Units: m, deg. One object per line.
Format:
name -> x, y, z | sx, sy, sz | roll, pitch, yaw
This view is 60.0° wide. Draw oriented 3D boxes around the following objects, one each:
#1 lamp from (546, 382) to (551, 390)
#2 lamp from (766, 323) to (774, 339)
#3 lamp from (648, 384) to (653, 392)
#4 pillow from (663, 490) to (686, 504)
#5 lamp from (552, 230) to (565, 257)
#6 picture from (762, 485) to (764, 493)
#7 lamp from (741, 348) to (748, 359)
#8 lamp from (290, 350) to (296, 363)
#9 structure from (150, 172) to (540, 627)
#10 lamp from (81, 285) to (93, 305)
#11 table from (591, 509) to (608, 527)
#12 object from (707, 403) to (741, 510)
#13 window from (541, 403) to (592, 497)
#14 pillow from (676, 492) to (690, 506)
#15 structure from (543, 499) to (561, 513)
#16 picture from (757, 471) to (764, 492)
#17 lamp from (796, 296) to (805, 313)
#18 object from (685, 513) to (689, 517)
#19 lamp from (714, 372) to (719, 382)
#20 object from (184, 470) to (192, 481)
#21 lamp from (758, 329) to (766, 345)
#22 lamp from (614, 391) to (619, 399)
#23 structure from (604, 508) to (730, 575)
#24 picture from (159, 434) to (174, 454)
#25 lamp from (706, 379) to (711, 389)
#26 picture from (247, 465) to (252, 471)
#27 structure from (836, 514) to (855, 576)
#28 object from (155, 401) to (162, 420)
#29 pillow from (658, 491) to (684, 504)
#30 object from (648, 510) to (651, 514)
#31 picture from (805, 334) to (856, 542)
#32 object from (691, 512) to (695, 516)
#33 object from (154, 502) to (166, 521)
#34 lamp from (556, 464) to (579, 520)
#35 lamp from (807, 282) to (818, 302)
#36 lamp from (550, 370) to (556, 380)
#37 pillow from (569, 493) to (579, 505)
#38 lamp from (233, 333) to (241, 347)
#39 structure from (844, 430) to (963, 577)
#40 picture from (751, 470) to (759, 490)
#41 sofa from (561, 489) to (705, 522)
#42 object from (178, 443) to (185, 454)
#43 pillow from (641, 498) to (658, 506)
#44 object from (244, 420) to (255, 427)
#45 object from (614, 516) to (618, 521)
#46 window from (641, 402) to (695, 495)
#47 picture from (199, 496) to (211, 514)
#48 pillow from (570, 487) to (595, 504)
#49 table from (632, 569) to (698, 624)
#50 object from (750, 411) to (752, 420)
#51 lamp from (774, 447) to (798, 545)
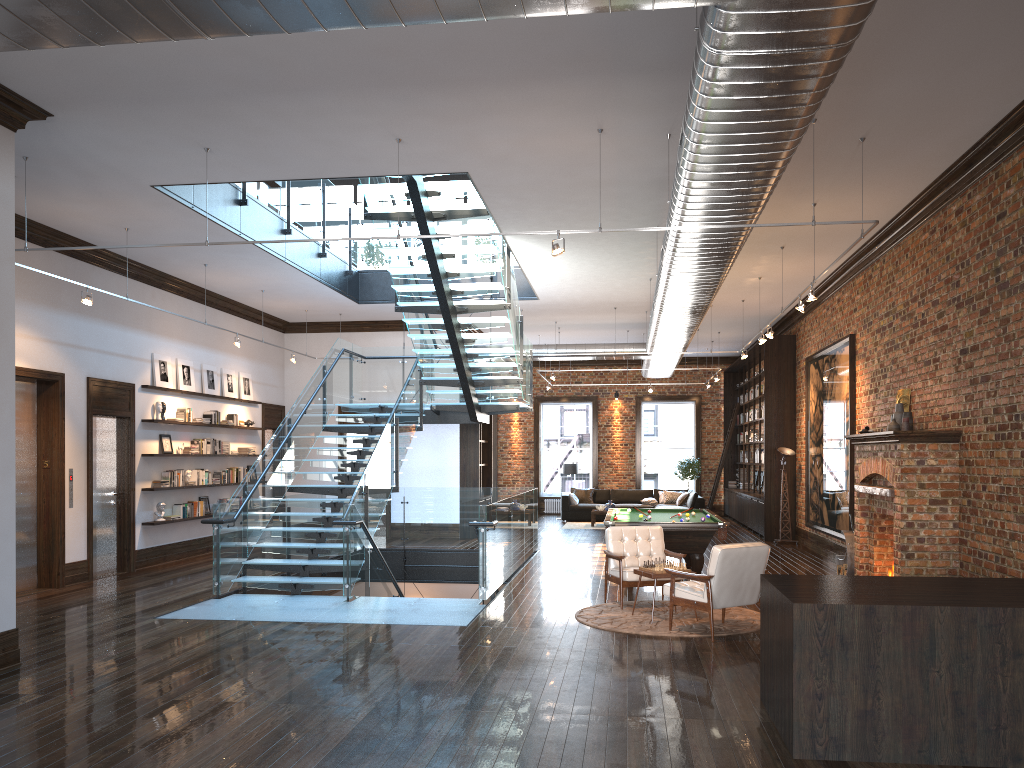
lamp -> 0.934, 0.047, 22.576 | 0.113, 0.230, 0.114 | 1, -1, -42
lamp -> 3.692, -0.763, 12.711 | 0.113, 0.230, 0.114 | -1, -1, 37
lamp -> 3.640, 0.104, 23.294 | 0.113, 0.230, 0.114 | 0, -1, -23
pillow -> 4.153, 2.889, 22.628 | 0.611, 0.361, 0.288 | -1, -2, 11
lamp -> 0.392, -1.187, 7.517 | 0.113, 0.230, 0.114 | 0, -1, -3
picture -> 5.865, 2.273, 20.452 | 0.112, 0.497, 0.508 | 0, -2, 7
lamp -> 4.042, -0.541, 15.419 | 0.113, 0.230, 0.114 | 0, -1, 22
lamp -> -3.950, -0.491, 15.981 | 0.113, 0.230, 0.114 | 1, -1, -37
structure -> -1.593, 0.892, 12.286 | 3.576, 14.483, 7.052 | 0, -1, 7
lamp -> -4.746, -0.989, 9.902 | 0.114, 0.230, 0.113 | 0, -1, -13
table -> 2.417, 3.210, 21.236 | 1.000, 0.345, 1.003 | -1, -4, 7
object -> 5.568, 2.043, 23.480 | 0.897, 3.074, 0.495 | 0, 0, 7
window -> 1.570, 1.898, 25.466 | 1.520, 2.751, 0.155 | 0, 0, 7
pillow -> 4.261, 2.883, 22.143 | 0.314, 0.355, 0.631 | 0, -4, 7
structure -> 1.534, 3.473, 25.194 | 1.301, 0.395, 0.216 | -1, -1, 7
picture -> 5.975, 2.341, 21.288 | 0.112, 0.497, 0.508 | 0, -2, 7
lamp -> 3.395, -0.948, 10.454 | 0.114, 0.230, 0.113 | 0, -1, -18
object -> 2.474, 1.850, 12.507 | 0.057, 0.057, 0.057 | 0, -2, 8
lamp -> 4.640, -0.161, 20.068 | 0.113, 0.230, 0.114 | 0, -1, -17
object -> -5.183, 1.457, 14.181 | 0.147, 0.187, 0.127 | -1, -2, 23
lamp -> 3.777, -0.709, 13.371 | 0.114, 0.230, 0.113 | 0, -1, -13
lamp -> 2.935, 0.308, 24.879 | 0.126, 0.236, 0.155 | 0, -1, 7
structure -> 2.095, 2.239, 12.395 | 1.552, 0.850, 2.964 | 0, -4, 7
picture -> -5.301, 0.924, 13.609 | 0.077, 0.299, 0.301 | 0, -2, 7
lamp -> 4.901, 0.002, 22.058 | 0.114, 0.230, 0.113 | 1, -1, -43
picture -> -4.896, 1.683, 16.712 | 0.077, 0.299, 0.301 | 0, -2, 7
structure -> 4.393, 2.089, 11.063 | 0.538, 0.918, 0.929 | 0, -2, 8
object -> -5.309, 0.406, 13.321 | 0.098, 0.288, 0.098 | 0, 0, -40
pillow -> 4.103, 2.930, 22.815 | 0.703, 0.338, 0.270 | -1, -2, 8
object -> 2.060, 1.915, 13.289 | 0.057, 0.057, 0.057 | 1, -3, -34
picture -> 5.073, 0.914, 14.259 | 0.080, 2.998, 3.208 | 0, -2, 7
object -> 2.620, 1.876, 12.814 | 0.057, 0.057, 0.057 | 2, -3, -37
object -> -5.302, 1.920, 13.347 | 0.165, 0.282, 0.171 | 0, -1, -24
lamp -> 1.413, 2.809, 23.106 | 0.687, 1.465, 0.420 | -1, 0, 37
lamp -> 3.306, -1.013, 9.770 | 0.117, 0.212, 0.117 | 1, -1, -41
lamp -> 0.902, -0.195, 19.618 | 0.114, 0.230, 0.113 | 0, -1, 28
pillow -> 1.594, 2.959, 22.790 | 0.244, 0.305, 0.575 | 0, -4, 8
lamp -> -4.249, -0.678, 13.696 | 0.114, 0.230, 0.113 | 1, -1, -38
structure -> 4.072, 1.489, 9.663 | 0.887, 1.905, 2.003 | 0, -2, 7
picture -> 6.102, 2.421, 22.261 | 0.112, 0.497, 0.508 | 0, -2, 7
sofa -> 2.912, 3.021, 21.709 | 3.500, 0.803, 3.459 | -1, -4, 7
object -> -5.224, 1.016, 14.021 | 0.059, 0.187, 0.122 | 0, -1, 43
pillow -> 3.505, 3.016, 22.683 | 0.409, 0.204, 0.612 | 0, -4, 5
object -> -4.864, 0.721, 16.302 | 0.281, 0.135, 0.124 | 2, -3, -25
object -> 1.391, 1.797, 11.848 | 0.057, 0.057, 0.057 | 2, -3, -36
window -> 4.408, 1.866, 25.096 | 1.520, 2.751, 0.155 | 0, 0, 7
picture -> -5.139, 2.034, 14.847 | 0.077, 0.299, 0.301 | 0, -2, 7
pillow -> 1.817, 2.913, 23.151 | 0.700, 0.439, 0.305 | 0, -1, 8
table -> 1.542, 2.136, 8.974 | 0.516, 0.494, 0.464 | 1, -2, -18
object -> 5.832, 0.791, 21.636 | 0.075, 0.255, 0.087 | 0, 0, -3
lamp -> 5.134, 2.095, 16.584 | 0.425, 1.826, 0.506 | 0, 0, 13
